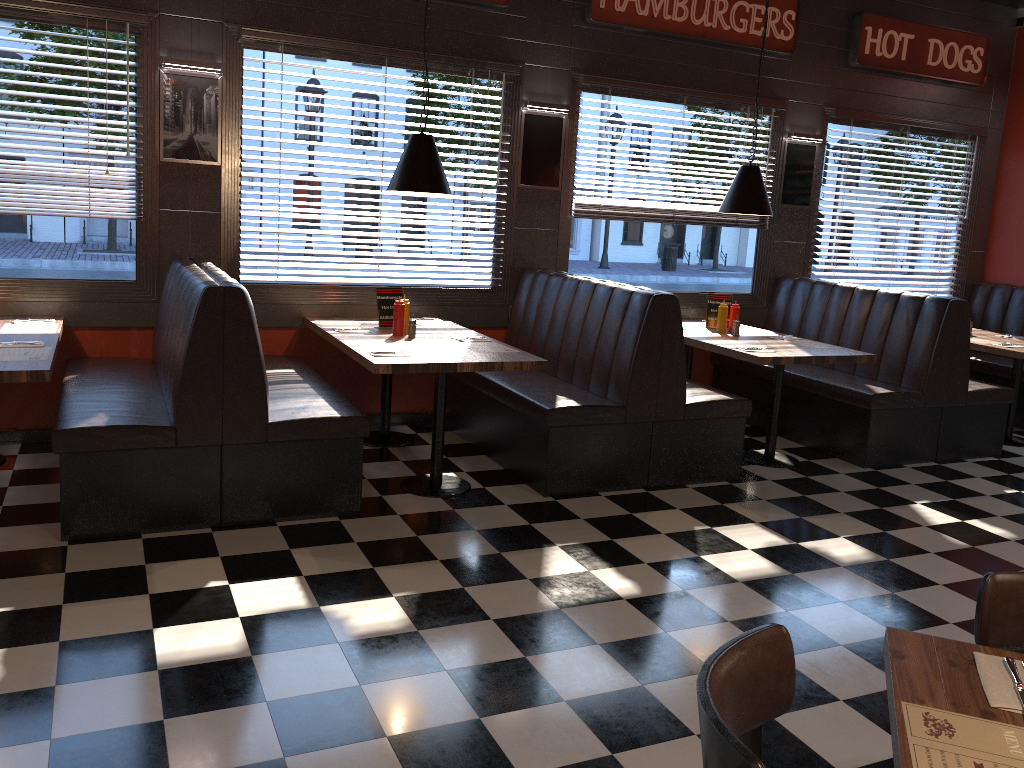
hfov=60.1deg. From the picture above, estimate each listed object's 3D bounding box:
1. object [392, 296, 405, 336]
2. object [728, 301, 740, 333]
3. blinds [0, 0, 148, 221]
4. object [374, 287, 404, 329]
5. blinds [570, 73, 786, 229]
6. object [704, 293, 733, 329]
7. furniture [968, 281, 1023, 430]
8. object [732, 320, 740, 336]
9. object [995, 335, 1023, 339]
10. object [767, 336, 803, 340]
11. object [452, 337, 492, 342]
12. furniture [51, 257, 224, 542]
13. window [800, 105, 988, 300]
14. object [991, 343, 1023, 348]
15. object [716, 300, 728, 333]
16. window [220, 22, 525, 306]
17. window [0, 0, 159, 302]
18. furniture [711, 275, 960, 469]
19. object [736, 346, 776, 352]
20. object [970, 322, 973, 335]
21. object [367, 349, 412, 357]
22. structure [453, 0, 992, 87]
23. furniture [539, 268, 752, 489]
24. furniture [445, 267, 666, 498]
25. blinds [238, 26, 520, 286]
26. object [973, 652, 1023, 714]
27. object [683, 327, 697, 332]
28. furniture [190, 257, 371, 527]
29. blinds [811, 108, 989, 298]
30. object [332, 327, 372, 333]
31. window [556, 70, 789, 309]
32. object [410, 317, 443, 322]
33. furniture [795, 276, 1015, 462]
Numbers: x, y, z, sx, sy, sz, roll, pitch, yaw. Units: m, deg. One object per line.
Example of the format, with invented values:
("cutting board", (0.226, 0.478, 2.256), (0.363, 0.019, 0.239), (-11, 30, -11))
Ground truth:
("object", (-0.675, -0.407, 5.290), (0.068, 0.236, 0.068), (3, 9, -2))
("object", (1.608, -0.487, 6.408), (0.068, 0.236, 0.068), (-3, 11, -38))
("blinds", (-3.016, -1.544, 4.879), (1.869, 1.197, 0.101), (-1, 10, -25))
("object", (-0.763, -0.480, 5.578), (0.188, 0.255, 0.073), (-3, 11, -35))
("blinds", (1.311, -1.755, 6.868), (1.869, 1.032, 0.100), (-1, 10, -25))
("object", (1.550, -0.545, 6.626), (0.188, 0.255, 0.073), (4, 9, 5))
("furniture", (4.504, -0.246, 7.711), (0.706, 1.146, 1.722), (-1, 11, -25))
("object", (1.590, -0.410, 6.281), (0.047, 0.135, 0.094), (4, 10, 0))
("object", (4.086, -0.394, 7.276), (0.255, 0.019, 0.158), (-2, 13, -28))
("object", (1.923, -0.331, 6.285), (0.255, 0.019, 0.158), (-3, 13, -28))
("object", (-0.260, -0.271, 5.300), (0.255, 0.019, 0.158), (-2, 13, -26))
("furniture", (-2.007, -0.051, 4.695), (0.706, 1.146, 1.722), (-1, 11, -25))
("window", (3.426, -1.524, 7.989), (2.027, 1.702, 0.128), (-1, 10, -25))
("object", (3.754, -0.296, 6.682), (0.255, 0.019, 0.158), (-2, 13, -26))
("object", (1.518, -0.489, 6.385), (0.068, 0.236, 0.068), (-3, 11, -38))
("window", (-0.909, -1.394, 5.981), (2.027, 1.702, 0.128), (-1, 10, -25))
("window", (-3.076, -1.329, 4.977), (2.027, 1.702, 0.128), (-1, 10, -25))
("furniture", (2.328, -0.181, 6.703), (0.706, 1.146, 1.722), (-1, 11, -25))
("object", (1.569, -0.223, 5.633), (0.255, 0.019, 0.158), (0, 12, -19))
("object", (3.752, -0.475, 7.282), (0.047, 0.135, 0.094), (4, 10, 0))
("object", (-0.625, -0.167, 4.663), (0.255, 0.019, 0.158), (-1, 12, -24))
("structure", (-0.846, -2.749, 5.624), (11.264, 0.435, 0.120), (-2, 10, -25))
("furniture", (0.801, -0.136, 5.996), (0.706, 1.146, 1.722), (-1, 11, -25))
("furniture", (0.161, -0.116, 5.699), (0.706, 1.146, 1.722), (-1, 11, -25))
("blinds", (-0.861, -1.439, 5.909), (1.869, 1.542, 0.101), (-1, 10, -25))
("object", (0.927, 0.547, 1.583), (0.158, 0.019, 0.256), (7, 12, 19))
("object", (1.227, -0.397, 6.393), (0.255, 0.019, 0.158), (-2, 12, -25))
("furniture", (-1.366, -0.071, 4.992), (0.706, 1.146, 1.722), (-1, 11, -25))
("blinds", (3.462, -1.528, 7.918), (1.869, 1.624, 0.100), (-1, 10, -25))
("object", (-0.956, -0.335, 5.399), (0.255, 0.019, 0.158), (-3, 13, -29))
("window", (1.259, -1.459, 6.985), (2.027, 1.702, 0.128), (-1, 10, -25))
("object", (-0.604, -0.444, 6.053), (0.255, 0.019, 0.158), (0, 12, -19))
("furniture", (2.969, -0.200, 7.000), (0.706, 1.146, 1.722), (-1, 11, -25))
